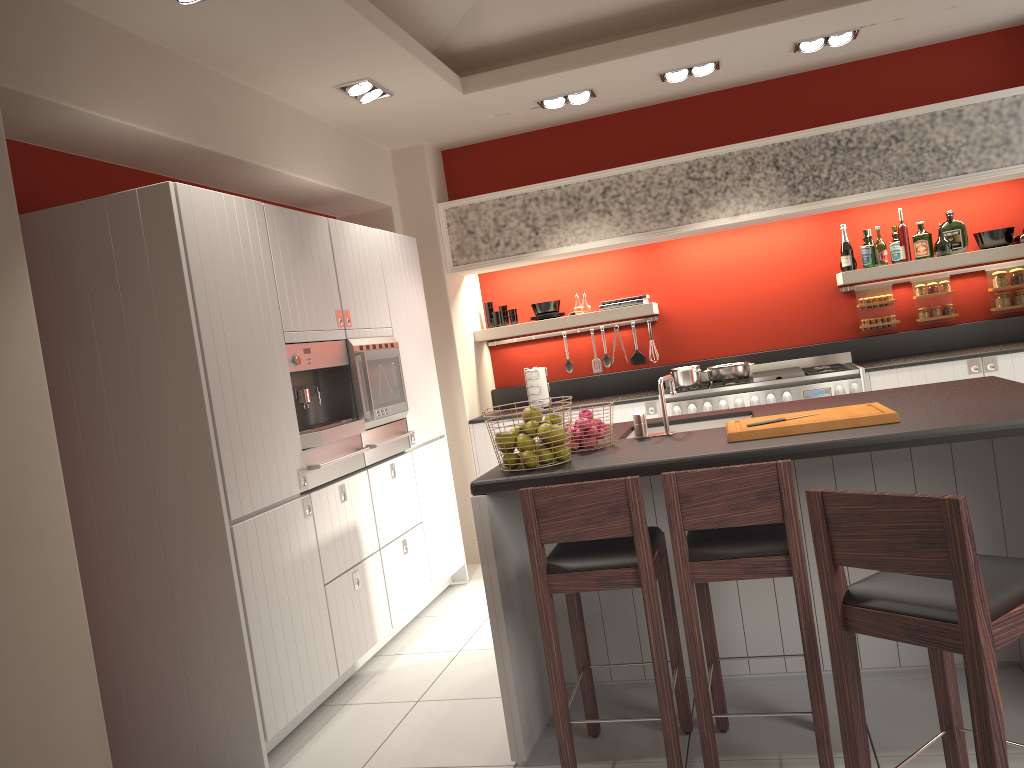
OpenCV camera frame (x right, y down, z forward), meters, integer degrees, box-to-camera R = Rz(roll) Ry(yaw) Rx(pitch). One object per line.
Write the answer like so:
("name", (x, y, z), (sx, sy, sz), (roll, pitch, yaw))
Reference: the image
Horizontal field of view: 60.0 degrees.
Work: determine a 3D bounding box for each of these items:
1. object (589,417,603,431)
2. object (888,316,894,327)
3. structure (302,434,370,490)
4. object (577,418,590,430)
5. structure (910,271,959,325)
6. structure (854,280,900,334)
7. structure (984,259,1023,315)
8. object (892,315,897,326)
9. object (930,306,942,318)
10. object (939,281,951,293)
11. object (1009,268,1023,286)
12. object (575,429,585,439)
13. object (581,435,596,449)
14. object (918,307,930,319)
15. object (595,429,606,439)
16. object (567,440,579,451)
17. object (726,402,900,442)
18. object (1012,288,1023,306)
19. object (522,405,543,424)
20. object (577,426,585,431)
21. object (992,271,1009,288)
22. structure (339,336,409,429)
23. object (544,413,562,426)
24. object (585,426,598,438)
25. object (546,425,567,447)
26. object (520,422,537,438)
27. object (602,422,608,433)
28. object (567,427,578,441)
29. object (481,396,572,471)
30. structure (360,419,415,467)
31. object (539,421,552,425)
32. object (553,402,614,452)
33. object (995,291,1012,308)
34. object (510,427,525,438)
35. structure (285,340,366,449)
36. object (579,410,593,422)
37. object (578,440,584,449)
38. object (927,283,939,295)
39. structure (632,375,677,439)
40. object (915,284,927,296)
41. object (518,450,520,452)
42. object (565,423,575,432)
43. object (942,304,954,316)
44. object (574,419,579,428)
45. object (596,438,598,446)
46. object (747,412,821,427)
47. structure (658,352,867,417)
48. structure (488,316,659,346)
("object", (0.335, 0.161, 3.538), (0.051, 0.055, 0.056), (-7, 2, 29))
("object", (2.663, -0.442, 6.230), (0.034, 0.078, 0.034), (-7, 2, 36))
("structure", (-0.842, 0.360, 4.226), (0.128, 0.177, 0.618), (-8, 2, 15))
("object", (0.283, 0.158, 3.494), (0.048, 0.046, 0.048), (-10, 2, -29))
("structure", (2.942, -0.597, 6.174), (0.256, 0.347, 0.130), (-8, 2, 15))
("structure", (2.581, -0.545, 6.272), (0.256, 0.347, 0.130), (-8, 2, 15))
("structure", (3.401, -0.662, 6.051), (0.256, 0.347, 0.130), (-8, 2, 15))
("object", (2.695, -0.448, 6.261), (0.034, 0.078, 0.034), (-7, 2, 36))
("object", (2.952, -0.502, 6.175), (0.068, 0.088, 0.068), (-7, 3, 36))
("object", (3.003, -0.671, 6.149), (0.068, 0.088, 0.068), (-7, 3, 36))
("object", (3.437, -0.725, 6.029), (0.093, 0.120, 0.094), (-7, 3, 36))
("object", (0.270, 0.198, 3.503), (0.041, 0.041, 0.040), (-10, 3, -38))
("object", (0.305, 0.228, 3.529), (0.062, 0.057, 0.061), (-8, 2, 15))
("object", (2.878, -0.492, 6.195), (0.068, 0.088, 0.068), (-7, 3, 36))
("object", (0.353, 0.201, 3.555), (0.046, 0.043, 0.046), (-10, 3, -35))
("object", (0.245, 0.242, 3.541), (0.050, 0.049, 0.049), (-9, 2, -19))
("object", (1.072, 0.136, 3.233), (0.570, 0.033, 0.373), (-8, 2, 13))
("object", (3.458, -0.590, 6.033), (0.093, 0.120, 0.094), (-7, 3, 36))
("object", (0.075, 0.119, 3.307), (0.078, 0.080, 0.078), (-8, 2, 15))
("object", (0.278, 0.170, 3.535), (0.041, 0.039, 0.041), (-7, 2, 31))
("object", (3.335, -0.711, 6.056), (0.093, 0.120, 0.094), (-7, 3, 36))
("structure", (-0.812, -0.006, 4.840), (0.332, 0.472, 0.610), (-8, 2, 15))
("object", (0.155, 0.140, 3.351), (0.067, 0.064, 0.067), (-8, 2, 16))
("object", (0.314, 0.188, 3.500), (0.048, 0.046, 0.048), (-10, 2, -26))
("object", (0.160, 0.194, 3.269), (0.082, 0.082, 0.082), (-9, 2, -18))
("object", (0.066, 0.170, 3.359), (0.078, 0.076, 0.071), (-9, 2, -16))
("object", (0.364, 0.183, 3.611), (0.055, 0.056, 0.055), (-8, 2, 25))
("object", (0.247, 0.199, 3.540), (0.059, 0.059, 0.060), (-8, 2, 27))
("object", (0.071, 0.184, 3.287), (0.341, 0.232, 0.341), (-11, 3, -42))
("structure", (-0.684, 0.312, 4.834), (0.128, 0.177, 0.618), (-8, 2, 15))
("object", (0.125, 0.164, 3.307), (0.056, 0.054, 0.057), (-9, 2, -14))
("object", (0.298, 0.174, 3.575), (0.248, 0.168, 0.248), (-9, 2, 3))
("object", (3.356, -0.576, 6.061), (0.093, 0.120, 0.094), (-7, 3, 36))
("object", (0.018, 0.189, 3.304), (0.057, 0.061, 0.062), (-7, 2, 30))
("structure", (-1.041, 0.056, 4.255), (0.453, 0.470, 0.624), (-8, 2, 15))
("object", (0.296, 0.129, 3.554), (0.056, 0.058, 0.056), (-10, 2, -30))
("object", (0.273, 0.237, 3.576), (0.050, 0.049, 0.049), (-9, 2, -19))
("object", (2.928, -0.661, 6.169), (0.068, 0.088, 0.068), (-7, 3, 36))
("structure", (0.590, 0.099, 3.683), (0.183, 0.249, 0.224), (-8, 2, 15))
("object", (2.853, -0.650, 6.189), (0.068, 0.088, 0.068), (-7, 3, 36))
("object", (0.050, 0.232, 3.357), (0.064, 0.060, 0.064), (-8, 2, 10))
("object", (0.233, 0.181, 3.583), (0.049, 0.049, 0.048), (-8, 2, 22))
("object", (3.027, -0.513, 6.154), (0.068, 0.088, 0.068), (-7, 3, 36))
("object", (0.275, 0.162, 3.588), (0.041, 0.044, 0.045), (-9, 2, -15))
("object", (0.328, 0.234, 3.577), (0.040, 0.039, 0.039), (-10, 2, -26))
("object", (0.990, 0.127, 3.230), (0.302, 0.010, 0.035), (-9, 2, -15))
("structure", (1.757, 0.426, 6.107), (1.322, 1.085, 0.778), (-8, 2, 15))
("structure", (0.465, -0.408, 6.903), (1.354, 0.034, 0.054), (-8, 2, 15))
